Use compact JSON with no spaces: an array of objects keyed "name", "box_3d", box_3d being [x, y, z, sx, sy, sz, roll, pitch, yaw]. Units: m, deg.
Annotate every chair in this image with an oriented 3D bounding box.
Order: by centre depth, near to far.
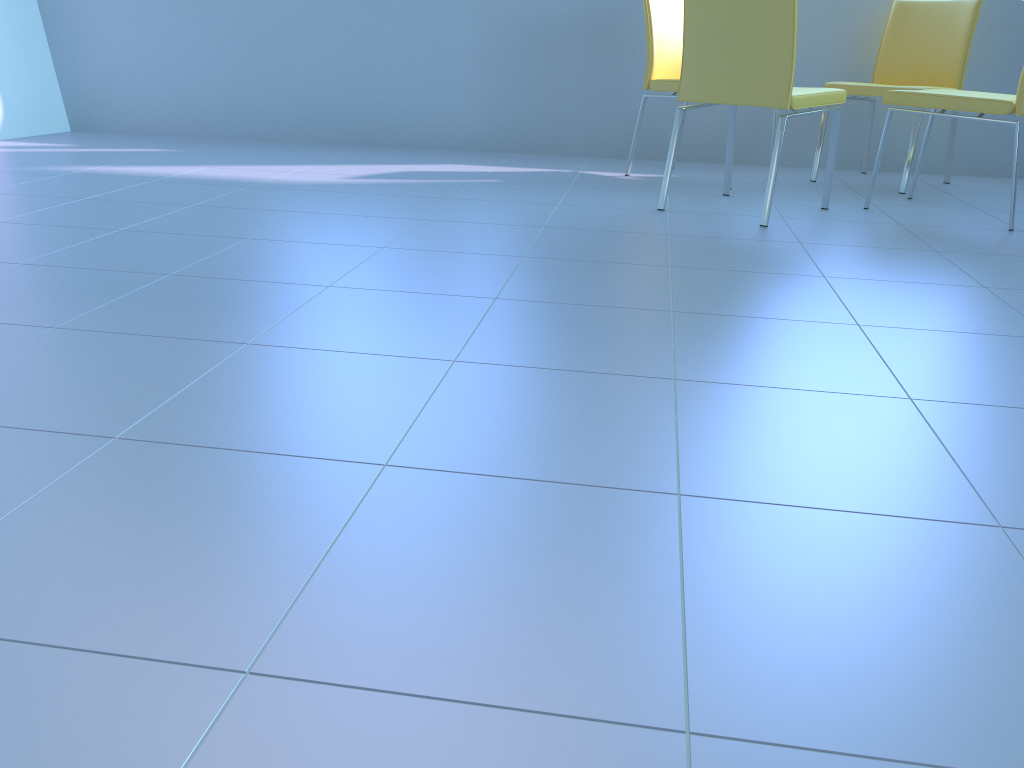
[{"name":"chair","box_3d":[0.758,-0.892,2.750,0.387,0.695,0.484,18,26,36]},{"name":"chair","box_3d":[1.494,-0.891,2.815,0.387,0.699,0.484,-18,29,-42]},{"name":"chair","box_3d":[0.750,-1.155,3.433,0.484,0.695,0.387,18,26,36]},{"name":"chair","box_3d":[1.516,-1.147,3.480,0.484,0.695,0.387,-18,29,-42]}]
